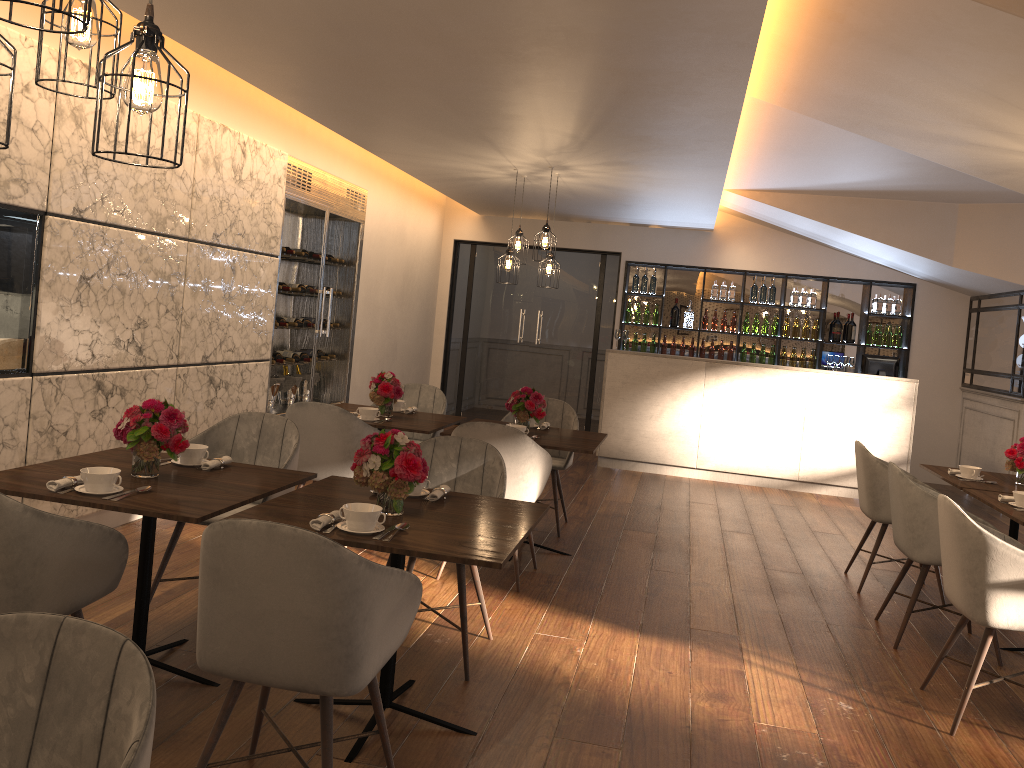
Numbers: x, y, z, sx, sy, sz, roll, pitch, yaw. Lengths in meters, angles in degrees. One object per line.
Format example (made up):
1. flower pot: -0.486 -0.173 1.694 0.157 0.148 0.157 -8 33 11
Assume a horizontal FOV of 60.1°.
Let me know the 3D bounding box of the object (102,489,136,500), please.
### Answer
1. object: -1.286 0.363 2.943 0.022 0.004 0.211 6 4 11

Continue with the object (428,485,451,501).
1. object: -0.274 0.411 3.334 0.056 0.039 0.176 6 4 11

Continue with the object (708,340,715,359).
1. object: 2.393 -0.403 10.589 0.065 0.261 0.066 5 1 -10

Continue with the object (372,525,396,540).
1. object: -0.389 0.460 2.763 0.022 0.004 0.211 6 4 11

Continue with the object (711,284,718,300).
1. object: 2.419 -1.099 10.554 0.070 0.190 0.041 6 1 11

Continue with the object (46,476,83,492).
1. object: -1.477 0.327 2.954 0.056 0.039 0.176 6 4 11

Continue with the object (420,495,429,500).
1. object: -0.310 0.415 3.332 0.025 0.024 0.193 6 4 11

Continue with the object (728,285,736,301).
1. object: 2.615 -1.077 10.515 0.070 0.190 0.041 6 1 11

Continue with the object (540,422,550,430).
1. object: 0.216 0.273 5.784 0.056 0.039 0.176 6 4 11

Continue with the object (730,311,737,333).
1. object: 2.642 -0.741 10.540 0.065 0.261 0.066 5 1 -10

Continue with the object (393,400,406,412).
1. object: -0.791 0.147 5.985 0.149 0.072 0.148 8 4 34

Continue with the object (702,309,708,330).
1. object: 2.319 -0.776 10.605 0.065 0.261 0.066 5 1 -10

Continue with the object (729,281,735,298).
1. object: 2.618 -1.114 10.514 0.069 0.208 0.040 6 1 11

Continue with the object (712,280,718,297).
1. object: 2.422 -1.135 10.553 0.069 0.208 0.040 6 1 11

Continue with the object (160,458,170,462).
1. object: -1.397 0.302 3.539 0.043 0.015 0.197 6 4 7

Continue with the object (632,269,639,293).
1. object: 1.503 -1.259 10.737 0.075 0.310 0.075 6 1 36

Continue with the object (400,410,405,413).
1. object: -0.717 0.180 5.961 0.025 0.024 0.193 6 4 11

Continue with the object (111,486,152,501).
1. object: -1.253 0.361 2.929 0.043 0.015 0.197 6 4 7

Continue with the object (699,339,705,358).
1. object: 2.285 -0.415 10.611 0.065 0.261 0.066 5 1 -10

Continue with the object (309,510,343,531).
1. object: -0.580 0.424 2.774 0.056 0.039 0.176 6 4 11

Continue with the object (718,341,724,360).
1. object: 2.501 -0.392 10.568 0.065 0.261 0.066 5 1 -10

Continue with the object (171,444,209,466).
1. object: -1.280 0.285 3.535 0.148 0.072 0.149 3 5 -36

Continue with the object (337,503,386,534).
1. object: -0.467 0.419 2.752 0.148 0.072 0.149 3 5 -36

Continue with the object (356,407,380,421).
1. object: -0.875 0.184 5.382 0.148 0.072 0.149 3 5 -36

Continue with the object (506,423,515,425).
1. object: -0.003 0.263 5.808 0.043 0.015 0.197 6 4 15

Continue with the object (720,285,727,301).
1. object: 2.517 -1.088 10.534 0.070 0.190 0.041 6 1 11

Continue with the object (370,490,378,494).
1. object: -0.500 0.400 3.359 0.043 0.015 0.197 6 4 7

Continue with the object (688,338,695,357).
1. object: 2.162 -0.428 10.635 0.065 0.261 0.066 5 1 -10

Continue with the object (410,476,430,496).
1. object: -0.383 0.382 3.356 0.148 0.072 0.149 3 5 -36

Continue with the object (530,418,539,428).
1. object: 0.106 0.244 5.806 0.149 0.072 0.148 8 4 34

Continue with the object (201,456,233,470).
1. object: -1.171 0.314 3.514 0.056 0.039 0.176 6 4 11

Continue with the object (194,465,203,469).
1. object: -1.207 0.317 3.511 0.025 0.024 0.193 6 4 11

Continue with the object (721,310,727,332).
1. object: 2.534 -0.752 10.562 0.065 0.261 0.066 5 1 -10

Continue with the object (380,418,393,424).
1. object: -0.771 0.223 5.380 0.043 0.015 0.197 6 4 15

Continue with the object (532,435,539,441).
1. object: 0.134 0.321 5.200 0.043 0.015 0.197 6 4 7

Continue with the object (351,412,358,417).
1. object: -0.988 0.189 5.404 0.056 0.039 0.176 6 4 11

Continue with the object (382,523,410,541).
1. object: -0.356 0.459 2.749 0.043 0.015 0.197 6 4 7

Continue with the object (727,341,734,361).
1. object: 2.609 -0.380 10.546 0.065 0.261 0.066 5 1 -10

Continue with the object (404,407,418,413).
1. object: -0.681 0.176 5.964 0.056 0.039 0.176 6 4 11

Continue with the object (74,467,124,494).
1. object: -1.364 0.322 2.931 0.148 0.072 0.149 3 5 -36

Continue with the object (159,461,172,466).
1. object: -1.365 0.312 3.525 0.022 0.004 0.211 6 4 11

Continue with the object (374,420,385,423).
1. object: -0.797 0.226 5.393 0.022 0.004 0.211 6 4 11

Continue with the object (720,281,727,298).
1. object: 2.520 -1.124 10.534 0.069 0.208 0.040 6 1 11

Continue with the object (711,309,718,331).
1. object: 2.426 -0.764 10.583 0.065 0.261 0.066 5 1 -10

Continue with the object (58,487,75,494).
1. object: -1.442 0.337 2.956 0.025 0.024 0.193 6 4 11

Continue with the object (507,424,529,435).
1. object: 0.022 0.282 5.202 0.148 0.072 0.149 3 5 -36

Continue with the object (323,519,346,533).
1. object: -0.545 0.434 2.777 0.025 0.024 0.193 6 4 11

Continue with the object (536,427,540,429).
1. object: 0.180 0.277 5.782 0.025 0.024 0.193 6 4 11
